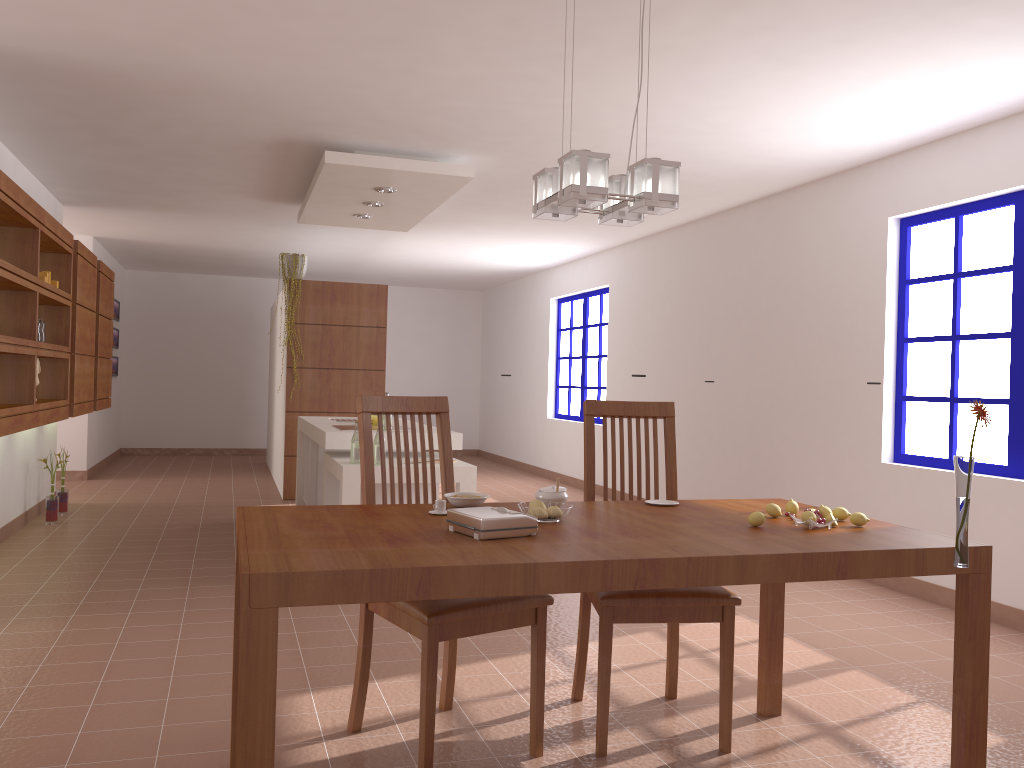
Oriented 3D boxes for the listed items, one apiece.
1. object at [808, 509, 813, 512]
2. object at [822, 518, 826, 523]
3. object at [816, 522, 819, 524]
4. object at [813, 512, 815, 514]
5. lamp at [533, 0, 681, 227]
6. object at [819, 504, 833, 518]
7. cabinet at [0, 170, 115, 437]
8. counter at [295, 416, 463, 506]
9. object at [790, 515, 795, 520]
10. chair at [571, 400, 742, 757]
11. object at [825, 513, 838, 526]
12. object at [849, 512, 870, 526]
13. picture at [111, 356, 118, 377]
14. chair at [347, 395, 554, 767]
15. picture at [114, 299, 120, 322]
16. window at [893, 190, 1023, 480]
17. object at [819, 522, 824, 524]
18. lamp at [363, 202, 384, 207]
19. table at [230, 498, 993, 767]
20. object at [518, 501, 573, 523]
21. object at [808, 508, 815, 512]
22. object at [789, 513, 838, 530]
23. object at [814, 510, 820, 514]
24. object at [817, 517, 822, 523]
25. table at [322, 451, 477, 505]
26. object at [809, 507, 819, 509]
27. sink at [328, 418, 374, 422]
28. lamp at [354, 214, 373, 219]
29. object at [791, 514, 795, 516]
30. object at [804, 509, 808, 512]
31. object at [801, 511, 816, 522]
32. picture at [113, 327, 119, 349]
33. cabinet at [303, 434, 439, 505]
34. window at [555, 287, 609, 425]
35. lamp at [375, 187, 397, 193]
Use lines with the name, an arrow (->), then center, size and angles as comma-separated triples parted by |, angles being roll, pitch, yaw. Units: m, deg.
object -> 0.844, 0.362, 2.511 | 0.014, 0.014, 0.012 | 2, 0, 3
object -> 0.855, 0.375, 2.437 | 0.014, 0.014, 0.012 | 2, 0, -5
object -> 0.832, 0.382, 2.424 | 0.014, 0.013, 0.014 | 2, 0, 6
object -> 0.856, 0.369, 2.506 | 0.012, 0.014, 0.014 | 2, 0, -37
lamp -> 0.259, -0.921, 2.406 | 0.304, 0.919, 0.304 | 2, 0, -18
object -> 0.890, 0.368, 2.518 | 0.039, 0.049, 0.039 | 2, 0, -10
cabinet -> -3.197, -0.381, 5.540 | 0.754, 1.200, 4.718 | 2, 0, -18
counter -> -1.030, 0.681, 6.295 | 0.821, 0.800, 2.156 | 2, 0, -18
object -> 0.809, 0.385, 2.557 | 0.014, 0.014, 0.012 | 2, 0, -29
chair -> 0.444, 0.592, 2.951 | 0.444, 1.063, 0.574 | 2, 0, -8
object -> 0.887, 0.376, 2.462 | 0.033, 0.036, 0.039 | 2, 0, 20
object -> 0.968, 0.378, 2.477 | 0.043, 0.038, 0.043 | 2, 0, -29
picture -> -4.820, -0.214, 10.650 | 0.015, 0.248, 1.408 | 2, 0, -18
chair -> -0.220, 0.574, 2.739 | 0.444, 1.063, 0.574 | 2, 0, -37
picture -> -4.801, -0.914, 10.650 | 0.015, 0.248, 1.408 | 2, 0, -18
window -> 2.532, -0.246, 4.396 | 0.035, 1.430, 1.699 | 2, 0, -18
object -> 0.844, 0.383, 2.419 | 0.013, 0.014, 0.014 | 2, 0, 11
lamp -> -0.981, -1.294, 6.292 | 0.143, 0.059, 0.143 | 2, 0, 10
table -> 0.199, 0.747, 2.374 | 1.800, 0.740, 0.900 | 2, 0, -18
object -> 0.091, 0.353, 2.431 | 0.151, 0.041, 0.151 | 2, 0, 32
object -> 0.856, 0.376, 2.537 | 0.041, 0.039, 0.044 | 2, 0, 36
object -> 0.824, 0.377, 2.426 | 0.092, 0.032, 0.091 | 2, 0, -18
object -> 0.860, 0.362, 2.501 | 0.012, 0.014, 0.014 | 2, 0, -37
object -> 0.837, 0.378, 2.447 | 0.040, 0.023, 0.049 | 2, 0, 28
table -> -0.707, 0.767, 5.293 | 0.737, 0.647, 1.003 | 2, 0, -18
object -> 0.860, 0.356, 2.527 | 0.034, 0.011, 0.037 | 2, 0, 33
sink -> -1.149, 0.272, 6.695 | 0.404, 0.368, 0.668 | 2, 0, -18
lamp -> -1.133, -1.298, 6.768 | 0.143, 0.059, 0.143 | 2, 0, 10
object -> 0.822, 0.386, 2.600 | 0.014, 0.012, 0.014 | 2, 0, -14
object -> 0.838, 0.363, 2.525 | 0.014, 0.014, 0.013 | 2, 0, 40
object -> 0.810, 0.364, 2.418 | 0.043, 0.038, 0.042 | 2, 0, -41
picture -> -4.810, -0.564, 10.650 | 0.015, 0.248, 1.408 | 2, 0, -18
cabinet -> -1.010, 0.732, 6.243 | 0.737, 0.700, 2.048 | 2, 0, -18
window -> 0.805, -0.296, 9.826 | 0.035, 1.430, 1.699 | 2, 0, -18
lamp -> -0.826, -1.289, 5.811 | 0.143, 0.059, 0.143 | 2, 0, -35
